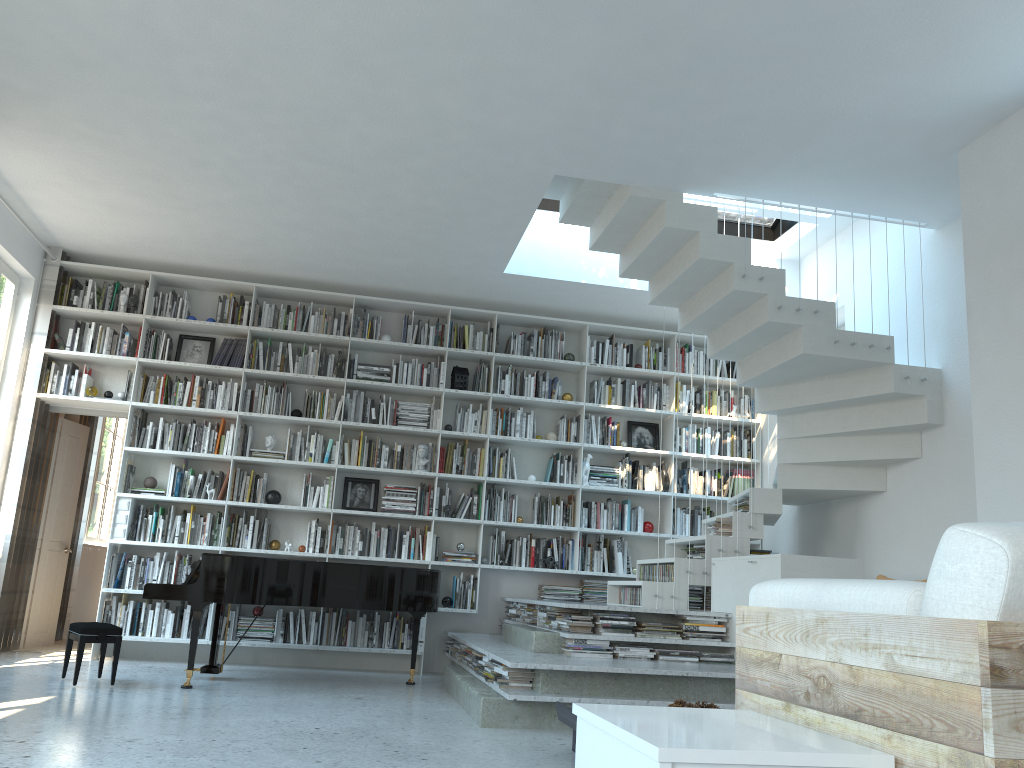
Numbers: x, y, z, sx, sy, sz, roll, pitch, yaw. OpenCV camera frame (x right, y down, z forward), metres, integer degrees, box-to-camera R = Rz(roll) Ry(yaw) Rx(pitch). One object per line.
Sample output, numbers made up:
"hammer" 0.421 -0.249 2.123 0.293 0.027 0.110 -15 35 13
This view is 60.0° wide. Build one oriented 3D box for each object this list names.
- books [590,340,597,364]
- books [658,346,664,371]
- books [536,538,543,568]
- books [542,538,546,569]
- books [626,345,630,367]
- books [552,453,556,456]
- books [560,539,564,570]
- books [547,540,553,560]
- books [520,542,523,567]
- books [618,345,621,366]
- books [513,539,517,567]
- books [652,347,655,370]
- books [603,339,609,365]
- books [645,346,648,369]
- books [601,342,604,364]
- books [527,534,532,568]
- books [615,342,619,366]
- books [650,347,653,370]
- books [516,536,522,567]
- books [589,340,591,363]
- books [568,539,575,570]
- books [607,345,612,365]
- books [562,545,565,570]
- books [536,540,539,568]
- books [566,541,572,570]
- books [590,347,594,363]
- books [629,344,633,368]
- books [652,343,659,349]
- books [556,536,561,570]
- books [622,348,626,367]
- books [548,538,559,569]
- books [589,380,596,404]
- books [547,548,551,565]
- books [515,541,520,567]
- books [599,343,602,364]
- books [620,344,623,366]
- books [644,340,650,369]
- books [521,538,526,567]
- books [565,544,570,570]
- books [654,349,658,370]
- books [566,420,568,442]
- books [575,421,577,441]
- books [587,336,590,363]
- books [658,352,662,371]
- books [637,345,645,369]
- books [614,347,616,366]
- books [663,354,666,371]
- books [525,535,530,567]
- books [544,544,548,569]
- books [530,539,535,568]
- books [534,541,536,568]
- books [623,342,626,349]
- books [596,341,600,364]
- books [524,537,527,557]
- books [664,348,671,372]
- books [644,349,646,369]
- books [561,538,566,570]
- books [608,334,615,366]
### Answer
"books" 0.742 -0.260 8.192 0.025 0.250 0.178 6 -13 -10
"books" 1.387 -0.204 8.323 0.025 0.278 0.136 6 -13 -10
"books" 0.235 1.479 7.732 0.026 0.262 0.173 6 -13 -10
"books" 0.259 1.482 7.743 0.026 0.262 0.170 6 -13 -10
"books" 1.062 -0.225 8.265 0.012 0.253 0.161 6 -13 -10
"books" 0.371 0.766 7.929 0.016 0.289 0.135 6 -13 -10
"books" 0.418 1.498 7.773 0.021 0.264 0.150 6 -13 -10
"books" 0.324 1.495 7.750 0.012 0.248 0.165 6 -13 -10
"books" 0.066 1.484 7.711 0.012 0.221 0.153 6 -13 -10
"books" 0.974 -0.229 8.230 0.022 0.235 0.172 6 -13 -10
"books" 0.009 1.472 7.704 0.029 0.234 0.142 6 -13 -10
"books" 1.302 -0.202 8.304 0.017 0.256 0.147 6 -13 -10
"books" 0.854 -0.261 8.218 0.048 0.277 0.150 6 -13 -10
"books" 1.228 -0.210 8.278 0.016 0.251 0.189 6 -13 -10
"books" 0.813 -0.247 8.225 0.027 0.249 0.140 6 -13 -10
"books" 0.144 1.453 7.713 0.012 0.292 0.175 6 -13 -10
"books" 0.958 -0.244 8.229 0.014 0.261 0.168 6 -13 -10
"books" 1.280 -0.204 8.285 0.031 0.248 0.165 6 -13 -10
"books" 0.055 1.459 7.709 0.014 0.267 0.172 6 -13 -10
"books" 0.698 -0.267 8.203 0.014 0.263 0.140 6 -13 -10
"books" 0.517 1.502 7.780 0.025 0.272 0.171 6 -13 -10
"books" 0.891 -0.234 8.221 0.030 0.230 0.148 6 -13 -10
"books" 0.436 1.519 7.759 0.013 0.219 0.168 6 -13 -10
"books" 0.209 1.489 7.742 0.021 0.242 0.131 6 -13 -10
"books" 0.492 1.507 7.774 0.026 0.257 0.157 6 -13 -10
"books" 0.718 -0.232 8.170 0.022 0.182 0.190 6 -13 -10
"books" 1.085 -0.227 8.256 0.030 0.257 0.165 6 -13 -10
"books" 1.339 -0.219 8.313 0.020 0.298 0.131 6 -13 -10
"books" 0.403 1.482 7.772 0.013 0.293 0.135 6 -13 -10
"books" 1.018 -0.209 8.229 0.024 0.201 0.190 6 -13 -10
"books" 0.363 1.490 7.753 0.070 0.266 0.186 6 -13 -10
"books" 0.736 0.099 8.126 0.012 0.253 0.161 6 -13 -10
"books" 0.304 1.526 7.738 0.025 0.180 0.169 6 -13 -10
"books" 0.035 1.477 7.704 0.024 0.227 0.160 6 -13 -10
"books" 0.791 -0.244 8.202 0.024 0.230 0.169 6 -13 -10
"books" 0.995 -0.234 8.243 0.021 0.253 0.151 6 -13 -10
"books" 1.258 -0.241 8.290 0.007 0.320 0.166 6 -13 -10
"books" 0.088 1.468 7.702 0.025 0.252 0.182 6 -13 -10
"books" 0.468 1.517 7.760 0.025 0.227 0.176 6 -13 -10
"books" 1.322 -0.194 8.284 0.018 0.234 0.186 6 -13 -10
"books" 0.478 0.449 8.025 0.011 0.227 0.131 6 -13 -10
"books" 0.561 0.457 8.021 0.013 0.220 0.156 6 -13 -10
"books" 0.680 -0.286 8.194 0.028 0.293 0.150 6 -13 -10
"books" 1.362 -0.176 8.294 0.029 0.209 0.170 6 -13 -10
"books" 1.197 -0.217 8.264 0.019 0.255 0.169 6 -13 -10
"books" 0.931 -0.222 8.240 0.030 0.220 0.133 6 -13 -10
"books" 1.411 -0.167 8.326 0.031 0.211 0.132 6 -13 -10
"books" 0.128 1.460 7.731 0.012 0.284 0.160 6 -13 -10
"books" 0.281 1.510 7.743 0.022 0.210 0.136 6 -13 -10
"books" 0.163 1.479 7.713 0.031 0.243 0.185 6 -13 -10
"books" 0.188 1.488 7.731 0.025 0.237 0.157 6 -13 -10
"books" 1.032 -0.239 8.265 0.012 0.278 0.153 6 -13 -10
"books" 0.768 -0.254 8.191 0.026 0.241 0.185 6 -13 -10
"books" 0.103 1.472 7.737 0.016 0.260 0.098 6 -13 -10
"books" 1.445 -0.194 8.316 0.026 0.262 0.163 6 -13 -10
"books" 1.209 -0.198 8.266 0.008 0.220 0.183 6 -13 -10
"books" 0.445 1.496 7.793 0.012 0.281 0.144 6 -13 -10
"books" 0.918 -0.283 8.225 0.014 0.331 0.181 6 -13 -10
